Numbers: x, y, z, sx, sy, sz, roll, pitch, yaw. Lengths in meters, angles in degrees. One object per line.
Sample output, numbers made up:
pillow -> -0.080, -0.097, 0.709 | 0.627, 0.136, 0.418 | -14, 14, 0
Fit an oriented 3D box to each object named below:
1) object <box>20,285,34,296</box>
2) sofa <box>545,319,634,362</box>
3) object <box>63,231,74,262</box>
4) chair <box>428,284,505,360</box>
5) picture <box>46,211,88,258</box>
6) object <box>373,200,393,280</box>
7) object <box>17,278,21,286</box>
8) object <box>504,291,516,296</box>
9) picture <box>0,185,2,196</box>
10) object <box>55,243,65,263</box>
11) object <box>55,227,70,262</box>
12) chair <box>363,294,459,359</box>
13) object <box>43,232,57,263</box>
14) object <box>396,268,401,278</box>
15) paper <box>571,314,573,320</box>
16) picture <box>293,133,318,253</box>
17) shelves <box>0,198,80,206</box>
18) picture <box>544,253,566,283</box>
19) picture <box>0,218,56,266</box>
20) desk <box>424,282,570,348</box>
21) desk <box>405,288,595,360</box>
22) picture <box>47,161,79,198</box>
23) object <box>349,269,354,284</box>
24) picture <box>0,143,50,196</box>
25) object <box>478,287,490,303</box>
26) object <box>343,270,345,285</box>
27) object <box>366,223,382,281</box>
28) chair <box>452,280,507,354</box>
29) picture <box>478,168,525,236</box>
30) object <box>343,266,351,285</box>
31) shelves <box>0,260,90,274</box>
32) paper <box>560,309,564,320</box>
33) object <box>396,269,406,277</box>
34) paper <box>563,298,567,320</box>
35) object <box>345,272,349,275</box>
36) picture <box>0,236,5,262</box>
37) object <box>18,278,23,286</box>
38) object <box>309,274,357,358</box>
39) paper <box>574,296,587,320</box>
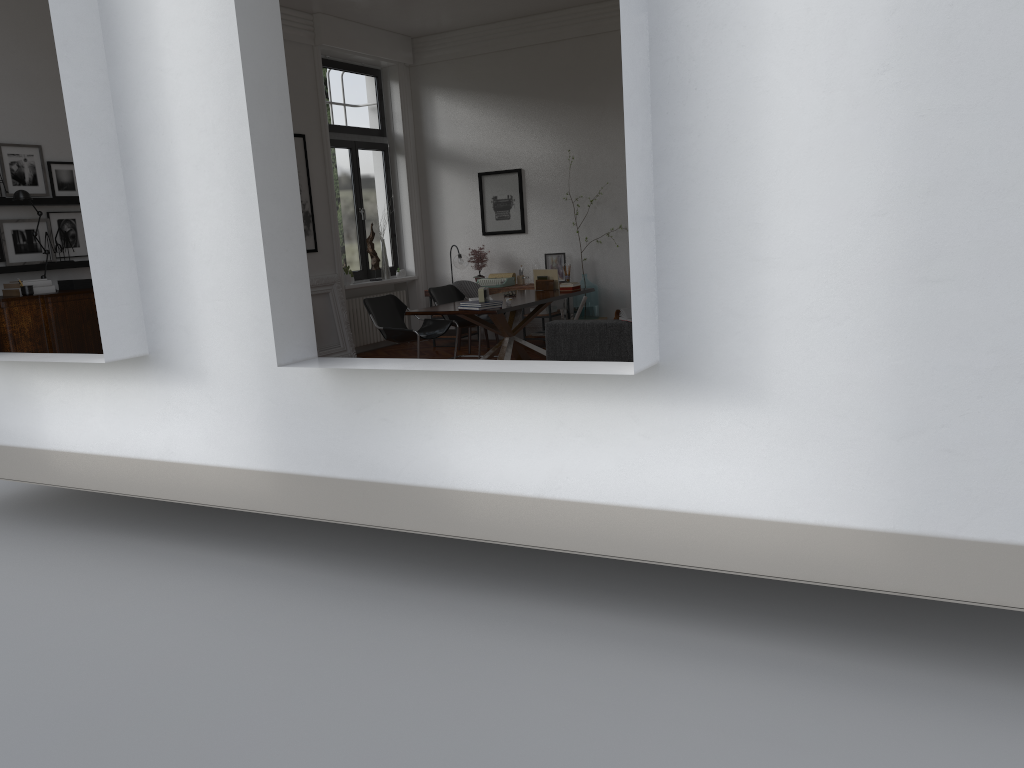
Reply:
object -> -3.672, -0.705, 6.717 | 0.091, 0.078, 0.091 | -3, 11, 2
sofa -> 1.458, -0.485, 8.567 | 1.261, 0.832, 2.635 | 2, 12, 29
object -> -3.776, -1.168, 7.534 | 0.040, 0.263, 0.110 | 2, 13, 29
chair -> -0.484, -0.682, 10.034 | 0.745, 0.876, 0.750 | 2, 12, 28
picture -> -3.780, -1.276, 7.571 | 0.020, 0.386, 0.342 | 2, 12, 29
object -> -1.648, -1.903, 11.643 | 0.289, 1.058, 0.294 | 3, 13, 31
object -> -3.701, -0.734, 6.693 | 0.010, 0.140, 0.045 | 2, 12, 26
object -> -0.031, -0.974, 9.554 | 0.132, 0.047, 0.114 | -5, 10, -8
picture -> -4.165, -1.635, 6.831 | 0.020, 0.369, 0.414 | 2, 12, 29
object -> -3.779, -1.093, 7.403 | 0.040, 0.161, 0.066 | 2, 13, 28
object -> -3.786, -1.172, 7.458 | 0.040, 0.300, 0.118 | 2, 13, 29
chair -> -1.041, -0.467, 9.026 | 0.745, 0.876, 0.750 | 2, 12, 28
object -> -3.838, -1.130, 7.347 | 0.040, 0.261, 0.123 | 2, 13, 29
object -> -1.528, -1.497, 11.932 | 0.072, 0.135, 0.072 | -12, 13, -35
paper -> 0.713, -0.662, 10.882 | 0.125, 0.390, 0.026 | -12, 14, -38
picture -> -2.527, -2.107, 9.833 | 0.035, 1.329, 0.879 | 2, 12, 29
shelves -> -3.985, -1.442, 7.033 | 0.158, 0.055, 1.509 | 2, 11, 29
picture -> 0.551, -1.466, 11.199 | 0.282, 0.371, 0.022 | 2, 13, 28
picture -> -3.958, -1.162, 7.248 | 0.020, 0.366, 0.432 | 2, 12, 29
desk -> -0.171, -0.877, 11.402 | 1.797, 0.761, 0.645 | 2, 12, 28
desk -> -0.027, -0.509, 9.222 | 1.029, 0.754, 2.218 | 2, 12, 29
picture -> -3.785, -1.729, 7.523 | 0.020, 0.304, 0.288 | 2, 12, 29
object -> -2.033, -1.353, 11.160 | 0.097, 0.186, 0.099 | -12, 14, -37
picture -> -3.963, -1.734, 7.196 | 0.020, 0.410, 0.368 | 2, 12, 29
object -> -0.262, -0.834, 8.278 | 0.082, 0.126, 0.274 | -3, 10, 3
object -> -2.102, -1.331, 10.983 | 0.051, 0.214, 0.051 | -9, 12, -26
object -> -1.792, -1.705, 11.446 | 0.165, 0.757, 0.142 | -8, 12, -18
chair -> -0.440, -0.840, 10.873 | 0.716, 0.903, 0.545 | 0, 12, 21
picture -> -0.134, -2.365, 11.566 | 0.633, 0.819, 0.050 | 2, 13, 28
object -> -2.034, -1.341, 10.926 | 0.098, 0.245, 0.102 | -2, 11, 7
shelves -> -3.952, -0.928, 7.135 | 0.156, 0.055, 1.509 | 2, 11, 29
paper -> 0.632, -0.670, 10.715 | 0.073, 0.481, 0.033 | -9, 12, -24
object -> -1.519, -1.513, 12.123 | 0.132, 0.098, 0.134 | -4, 10, -1
paper -> 0.638, -0.774, 10.876 | 0.047, 0.628, 0.292 | 1, 12, 21
object -> -2.049, -1.330, 11.031 | 0.051, 0.189, 0.051 | -9, 12, -26
picture -> -4.158, -1.141, 6.882 | 0.020, 0.408, 0.372 | 2, 12, 29
object -> -3.684, -0.739, 6.675 | 0.010, 0.120, 0.050 | 3, 13, 31
object -> -2.187, -0.725, 10.369 | 0.233, 1.066, 0.827 | 2, 12, 29
paper -> 0.762, -0.755, 10.717 | 0.330, 0.612, 0.046 | -2, 11, 9
